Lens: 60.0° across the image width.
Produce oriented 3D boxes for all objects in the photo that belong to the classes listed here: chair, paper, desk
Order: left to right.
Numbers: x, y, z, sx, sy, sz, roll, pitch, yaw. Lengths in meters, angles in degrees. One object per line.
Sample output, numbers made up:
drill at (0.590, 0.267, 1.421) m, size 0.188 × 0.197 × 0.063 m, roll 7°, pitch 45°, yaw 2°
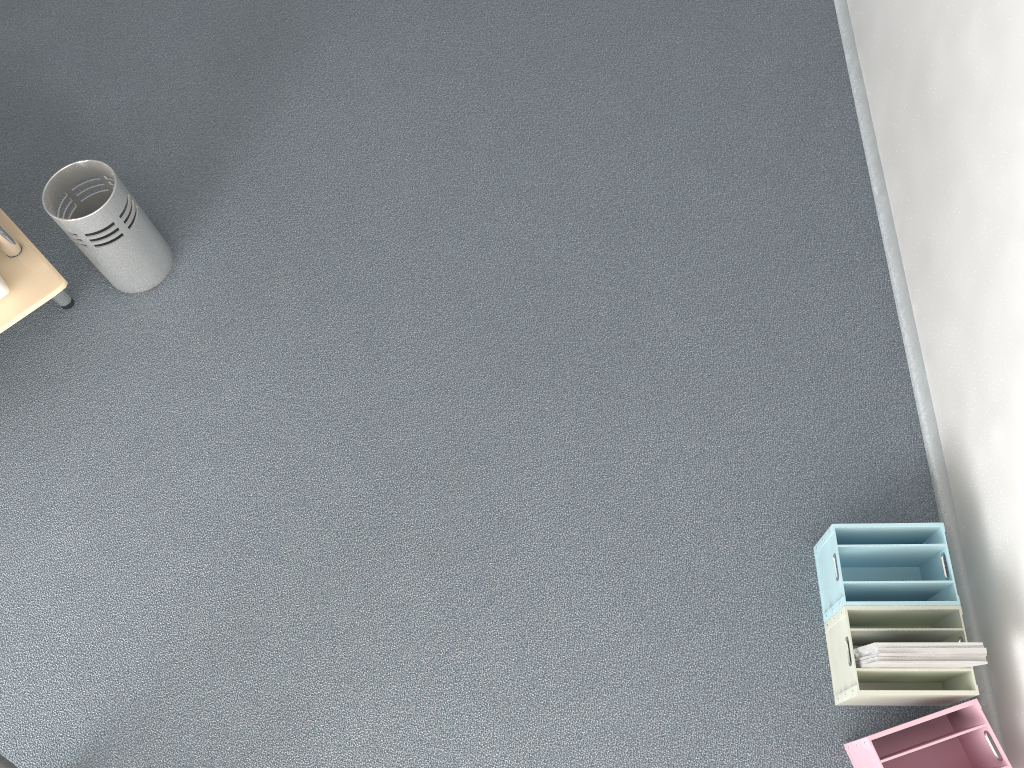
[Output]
desk at (-1.995, -0.417, 1.988) m, size 1.469 × 1.566 × 0.967 m, roll -25°, pitch 64°, yaw -7°
chair at (-1.082, 0.957, 1.509) m, size 0.584 × 1.048 × 0.652 m, roll 26°, pitch 69°, yaw 17°
paper at (0.849, 0.592, 1.910) m, size 0.220 × 0.306 × 0.068 m, roll -1°, pitch 64°, yaw 5°

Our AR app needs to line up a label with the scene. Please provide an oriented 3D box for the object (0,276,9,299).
object at (-1.623, -0.249, 2.337) m, size 0.438 × 0.162 × 0.351 m, roll -40°, pitch 67°, yaw -14°

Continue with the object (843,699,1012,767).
object at (0.880, 0.811, 1.878) m, size 0.245 × 0.202 × 0.185 m, roll -18°, pitch 63°, yaw -3°

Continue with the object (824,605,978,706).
object at (0.855, 0.610, 1.980) m, size 0.245 × 0.202 × 0.185 m, roll -1°, pitch 64°, yaw 5°

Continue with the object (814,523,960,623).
object at (0.858, 0.444, 2.062) m, size 0.245 × 0.202 × 0.185 m, roll -1°, pitch 64°, yaw 5°

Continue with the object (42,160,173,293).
object at (-1.171, -0.451, 2.600) m, size 0.208 × 0.377 × 0.208 m, roll 14°, pitch 66°, yaw 12°
